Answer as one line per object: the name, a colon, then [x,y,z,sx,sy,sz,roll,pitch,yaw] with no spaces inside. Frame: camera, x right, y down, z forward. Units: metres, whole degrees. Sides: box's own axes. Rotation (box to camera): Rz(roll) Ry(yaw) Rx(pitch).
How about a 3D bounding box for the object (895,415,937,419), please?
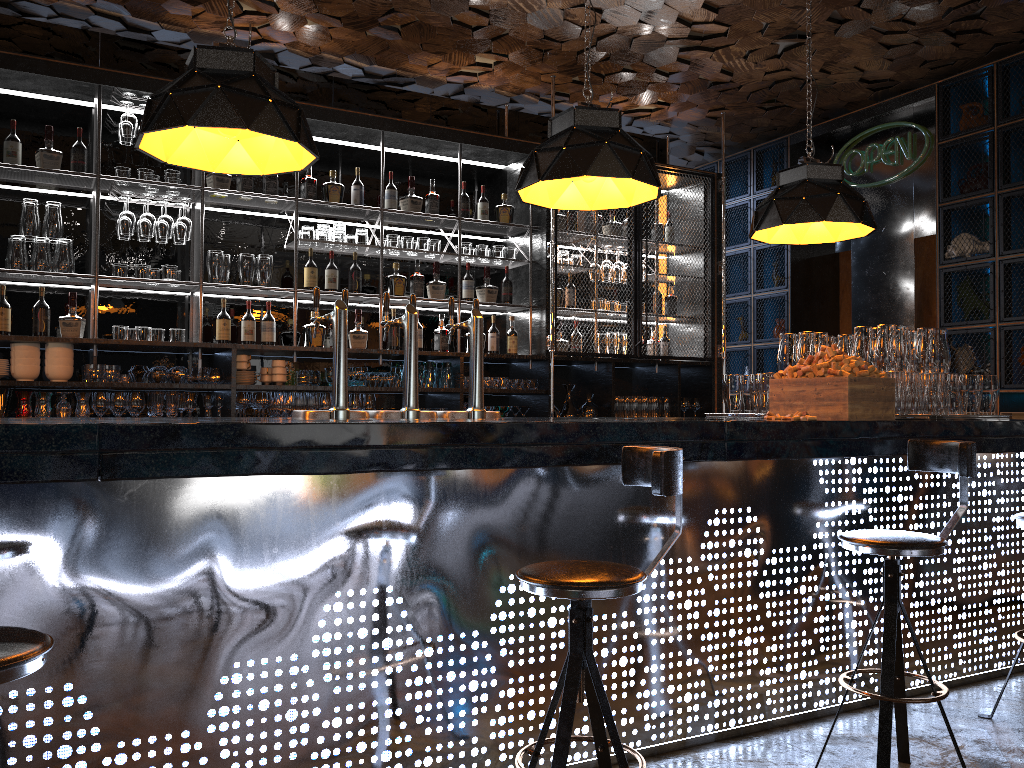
object: [1.669,0.148,4.039,0.273,0.019,0.437,1,-2,-29]

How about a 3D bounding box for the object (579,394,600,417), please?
object: [0.573,0.197,6.583,0.158,0.248,0.158,1,-2,-34]

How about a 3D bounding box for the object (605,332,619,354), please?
object: [0.764,-0.286,6.758,0.105,0.209,0.105,2,-2,-44]

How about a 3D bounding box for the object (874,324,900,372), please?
object: [1.672,-0.160,3.958,0.105,0.209,0.105,0,-2,-4]

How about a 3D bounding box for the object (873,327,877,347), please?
object: [1.704,-0.156,4.115,0.105,0.209,0.105,0,-2,-4]

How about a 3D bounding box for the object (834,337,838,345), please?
object: [1.722,-0.141,4.645,0.105,0.209,0.105,0,-2,-4]

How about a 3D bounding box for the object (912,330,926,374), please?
object: [1.948,-0.151,4.258,0.105,0.209,0.105,0,-2,-4]

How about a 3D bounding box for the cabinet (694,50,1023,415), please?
cabinet: [2.977,-0.354,6.709,0.691,3.514,4.416,1,-2,-29]

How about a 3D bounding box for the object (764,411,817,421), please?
object: [1.145,0.134,3.625,0.198,0.045,0.377,0,-2,10]

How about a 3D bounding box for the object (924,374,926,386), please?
object: [1.974,0.057,4.199,0.105,0.209,0.105,0,-2,-4]

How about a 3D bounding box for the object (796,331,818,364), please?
object: [1.447,-0.151,4.345,0.105,0.209,0.105,0,-2,-4]

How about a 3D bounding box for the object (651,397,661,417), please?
object: [1.101,0.214,6.791,0.079,0.231,0.079,0,-2,7]

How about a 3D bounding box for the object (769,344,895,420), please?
object: [1.408,-0.010,3.882,0.340,0.332,0.464,1,-2,-25]

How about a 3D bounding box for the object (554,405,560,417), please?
object: [0.266,0.162,6.480,0.186,0.307,0.186,1,-2,-23]

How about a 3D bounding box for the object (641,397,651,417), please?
object: [1.019,0.212,6.750,0.079,0.231,0.079,0,-2,-2]

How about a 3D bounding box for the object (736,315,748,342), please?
object: [2.175,-0.486,8.027,0.290,0.290,0.097,0,-2,10]

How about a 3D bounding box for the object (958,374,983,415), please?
object: [2.179,0.060,4.216,0.105,0.209,0.105,-1,-2,36]

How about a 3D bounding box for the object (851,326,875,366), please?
object: [1.608,-0.158,4.056,0.105,0.209,0.105,0,-2,-4]

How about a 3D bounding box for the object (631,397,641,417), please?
object: [0.933,0.211,6.704,0.079,0.231,0.079,-1,-2,38]

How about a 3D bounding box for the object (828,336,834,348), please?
object: [1.626,-0.144,4.586,0.105,0.209,0.105,0,-2,-4]

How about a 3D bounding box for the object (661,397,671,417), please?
object: [1.190,0.216,6.842,0.079,0.231,0.079,1,-2,-32]

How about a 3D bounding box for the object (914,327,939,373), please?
object: [1.916,-0.155,4.102,0.105,0.209,0.105,0,-2,-4]

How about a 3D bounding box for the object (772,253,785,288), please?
object: [2.347,-0.965,7.675,0.198,0.358,0.116,-1,-2,31]

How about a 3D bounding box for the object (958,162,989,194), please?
object: [3.191,-1.385,6.105,0.126,0.249,0.253,1,-2,-29]

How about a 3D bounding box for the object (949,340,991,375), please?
object: [3.184,-0.133,6.077,0.175,0.351,0.369,1,-2,-24]

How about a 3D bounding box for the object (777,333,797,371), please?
object: [1.383,-0.149,4.443,0.105,0.209,0.105,0,-2,-4]

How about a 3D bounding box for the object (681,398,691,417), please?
object: [1.342,0.221,6.916,0.101,0.227,0.101,-1,-2,39]

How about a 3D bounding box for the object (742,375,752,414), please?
object: [1.187,0.061,4.431,0.105,0.209,0.105,0,-2,-4]

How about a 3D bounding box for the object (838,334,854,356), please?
object: [1.690,-0.146,4.488,0.105,0.209,0.105,0,-2,-4]

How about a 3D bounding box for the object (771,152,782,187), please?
object: [2.323,-1.833,7.686,0.116,0.358,0.198,1,-2,-29]

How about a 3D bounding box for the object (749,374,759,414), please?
object: [1.203,0.057,4.294,0.105,0.209,0.105,0,-2,-4]

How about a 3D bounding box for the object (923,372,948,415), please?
object: [1.926,0.052,4.034,0.105,0.209,0.105,0,-2,-4]

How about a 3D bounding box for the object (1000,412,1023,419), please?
object: [3.324,0.246,5.623,0.122,0.132,0.396,1,-2,-29]

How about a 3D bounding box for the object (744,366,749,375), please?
object: [2.181,-0.034,8.052,0.126,0.249,0.253,-1,-2,36]

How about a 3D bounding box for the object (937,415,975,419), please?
object: [1.913,0.153,4.182,0.273,0.019,0.437,1,-2,-29]

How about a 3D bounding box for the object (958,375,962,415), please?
object: [2.179,0.064,4.339,0.105,0.209,0.105,0,-2,-4]

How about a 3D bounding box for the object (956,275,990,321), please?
object: [3.193,-0.575,6.087,0.167,0.356,0.255,1,-2,-24]

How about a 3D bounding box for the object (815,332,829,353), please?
object: [1.524,-0.149,4.393,0.105,0.209,0.105,0,-2,-4]

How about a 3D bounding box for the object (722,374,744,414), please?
object: [1.090,0.058,4.370,0.105,0.209,0.105,0,-2,-4]

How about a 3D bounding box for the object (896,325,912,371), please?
object: [1.750,-0.158,4.006,0.105,0.209,0.105,0,-2,-4]

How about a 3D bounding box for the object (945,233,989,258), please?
object: [3.196,-0.935,6.086,0.403,0.221,0.192,-1,-2,31]

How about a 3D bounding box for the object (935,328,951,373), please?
object: [1.994,-0.153,4.149,0.105,0.209,0.105,0,-2,-4]

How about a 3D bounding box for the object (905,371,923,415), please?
object: [1.773,0.049,3.955,0.105,0.209,0.105,0,-2,-4]

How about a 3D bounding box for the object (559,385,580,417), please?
object: [0.422,0.163,6.566,0.170,0.313,0.170,1,-2,-34]

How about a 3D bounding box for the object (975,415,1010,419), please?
object: [2.153,0.158,4.328,0.273,0.019,0.437,1,-2,-29]

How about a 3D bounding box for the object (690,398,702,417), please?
object: [1.449,0.225,7.020,0.101,0.227,0.101,-1,-2,39]

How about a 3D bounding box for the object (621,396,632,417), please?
object: [0.860,0.209,6.662,0.079,0.231,0.079,1,-2,-32]

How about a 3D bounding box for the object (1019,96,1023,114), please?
object: [3.431,-1.866,5.738,0.152,0.332,0.289,1,-2,-36]

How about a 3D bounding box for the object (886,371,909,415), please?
object: [1.682,0.047,3.891,0.105,0.209,0.105,0,-2,-4]

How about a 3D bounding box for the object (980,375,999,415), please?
object: [2.280,0.062,4.257,0.105,0.209,0.105,-1,-2,36]

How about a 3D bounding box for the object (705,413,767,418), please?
object: [1.176,0.152,4.282,0.273,0.019,0.437,1,-2,-29]

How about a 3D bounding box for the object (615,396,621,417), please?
object: [0.771,0.207,6.611,0.079,0.231,0.079,0,-2,7]

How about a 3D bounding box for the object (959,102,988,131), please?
object: [3.219,-1.817,6.100,0.253,0.249,0.126,-1,-2,31]

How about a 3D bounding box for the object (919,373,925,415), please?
object: [1.882,0.055,4.141,0.105,0.209,0.105,0,-2,-4]

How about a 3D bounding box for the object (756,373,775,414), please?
object: [1.202,0.054,4.170,0.105,0.209,0.105,-1,-2,36]

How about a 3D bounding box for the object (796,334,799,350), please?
object: [1.478,-0.147,4.502,0.105,0.209,0.105,0,-2,-4]

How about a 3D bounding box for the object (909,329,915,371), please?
object: [1.852,-0.153,4.199,0.105,0.209,0.105,0,-2,-4]

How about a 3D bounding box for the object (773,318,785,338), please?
object: [2.401,-0.459,7.674,0.278,0.222,0.138,0,-2,1]

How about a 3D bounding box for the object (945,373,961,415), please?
object: [2.017,0.054,4.098,0.105,0.209,0.105,0,-2,-4]

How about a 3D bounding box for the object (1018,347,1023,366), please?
object: [3.360,-0.105,5.686,0.208,0.280,0.131,-1,-2,43]
